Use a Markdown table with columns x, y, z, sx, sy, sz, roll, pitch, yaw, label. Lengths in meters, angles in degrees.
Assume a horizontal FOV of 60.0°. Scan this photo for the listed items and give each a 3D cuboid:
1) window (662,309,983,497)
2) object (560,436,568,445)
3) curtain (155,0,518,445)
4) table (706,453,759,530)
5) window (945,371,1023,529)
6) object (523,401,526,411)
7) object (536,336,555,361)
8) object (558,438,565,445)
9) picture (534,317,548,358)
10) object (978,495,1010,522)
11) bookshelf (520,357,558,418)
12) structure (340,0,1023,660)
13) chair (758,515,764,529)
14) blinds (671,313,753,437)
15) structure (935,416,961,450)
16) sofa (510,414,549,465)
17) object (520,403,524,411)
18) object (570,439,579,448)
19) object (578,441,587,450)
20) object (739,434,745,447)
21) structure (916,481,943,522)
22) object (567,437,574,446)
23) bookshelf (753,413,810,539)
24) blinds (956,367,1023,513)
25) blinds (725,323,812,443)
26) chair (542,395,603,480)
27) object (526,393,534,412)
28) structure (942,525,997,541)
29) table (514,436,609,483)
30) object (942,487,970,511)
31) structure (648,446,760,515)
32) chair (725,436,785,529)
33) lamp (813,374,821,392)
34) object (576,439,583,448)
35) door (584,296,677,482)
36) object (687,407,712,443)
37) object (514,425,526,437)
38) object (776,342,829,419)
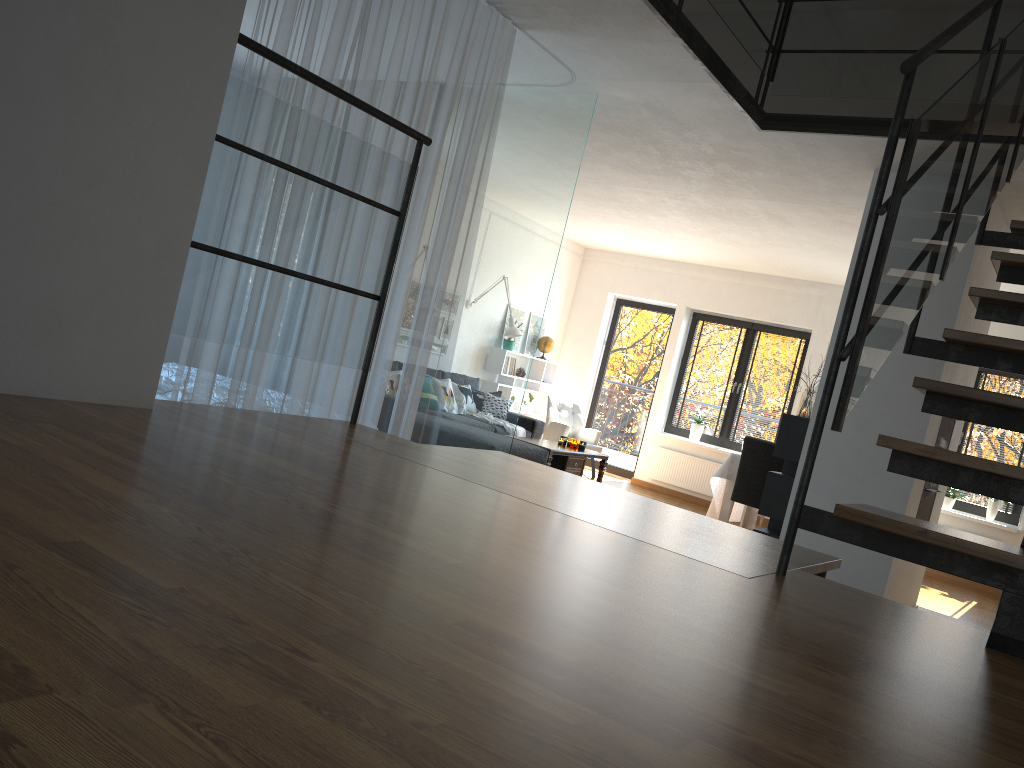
| x | y | z | sx | sy | sz | roll | pitch | yaw | label |
| --- | --- | --- | --- | --- | --- | --- | --- | --- | --- |
| 9.089 | 3.621 | 20.047 | 21.858 | 18.380 | 12.949 | 13 | 2 | -26 | window |
| 0.519 | 0.568 | 8.923 | 0.079 | 0.081 | 0.079 | 15 | 2 | 29 | object |
| -0.742 | -0.625 | 3.976 | 0.153 | 2.734 | 1.810 | 15 | 2 | 36 | curtain |
| 2.919 | 1.249 | 8.486 | 1.853 | 0.763 | 1.237 | 15 | 2 | 34 | table |
| 4.617 | 0.516 | 9.212 | 1.558 | 1.588 | 0.120 | 15 | 2 | 34 | window |
| 0.151 | 0.267 | 10.983 | 0.072 | 0.137 | 0.072 | 14 | 2 | 14 | object |
| 0.416 | -0.454 | 11.110 | 0.217 | 0.305 | 0.215 | 12 | 2 | -39 | object |
| 0.490 | 0.573 | 8.851 | 0.059 | 0.061 | 0.060 | 15 | 2 | 39 | object |
| 0.299 | -0.600 | 11.082 | 0.059 | 0.532 | 0.390 | 15 | 2 | 34 | picture |
| 4.773 | 1.211 | 8.815 | 0.292 | 0.316 | 0.354 | 15 | 2 | 25 | object |
| 0.028 | 0.233 | 10.814 | 0.237 | 1.201 | 1.191 | 15 | 2 | 34 | bookshelf |
| 1.463 | -0.553 | 3.427 | 2.680 | 4.133 | 4.588 | 15 | 2 | 33 | structure |
| 2.899 | 1.129 | 9.063 | 0.461 | 0.960 | 0.545 | 15 | 2 | 34 | chair |
| 2.396 | -0.108 | 10.701 | 0.709 | 1.423 | 0.049 | 15 | 2 | 34 | blinds |
| 2.852 | 0.317 | 5.787 | 0.052 | 0.462 | 0.586 | 15 | 2 | 34 | structure |
| -0.327 | 0.406 | 8.572 | 2.159 | 0.848 | 2.512 | 15 | 2 | 34 | sofa |
| 0.083 | 0.274 | 10.859 | 0.134 | 0.098 | 0.132 | 14 | 2 | 4 | object |
| 0.620 | 0.594 | 8.852 | 0.079 | 0.081 | 0.079 | 15 | 2 | 29 | object |
| 0.707 | 0.615 | 8.890 | 0.079 | 0.081 | 0.079 | 15 | 2 | 29 | object |
| 2.740 | 0.720 | 10.225 | 0.267 | 0.237 | 0.284 | 14 | 2 | 16 | object |
| 2.732 | 0.805 | 5.805 | 0.052 | 0.462 | 0.586 | 15 | 2 | 34 | structure |
| 0.594 | 0.586 | 8.937 | 0.079 | 0.081 | 0.079 | 15 | 2 | 29 | object |
| 2.082 | 0.867 | 6.351 | 0.237 | 1.201 | 1.191 | 15 | 2 | 34 | bookshelf |
| 4.917 | 0.551 | 8.965 | 0.709 | 1.423 | 0.049 | 15 | 2 | 34 | blinds |
| 2.977 | 0.044 | 10.301 | 0.709 | 1.423 | 0.049 | 15 | 2 | 34 | blinds |
| 0.663 | 0.618 | 10.304 | 0.546 | 0.832 | 0.683 | 13 | 2 | -31 | chair |
| 0.231 | 0.235 | 11.073 | 0.098 | 0.236 | 0.097 | 15 | 2 | 21 | object |
| 4.122 | 1.608 | 9.098 | 1.454 | 0.460 | 0.078 | 15 | 2 | 35 | structure |
| 0.399 | 0.797 | 8.664 | 0.569 | 0.409 | 1.181 | 15 | 2 | 34 | table |
| 4.423 | 1.125 | 8.991 | 0.380 | 0.309 | 0.371 | 14 | 2 | 8 | object |
| 2.278 | 1.127 | 10.368 | 1.454 | 0.460 | 0.078 | 15 | 2 | 32 | structure |
| 2.361 | 1.016 | 8.244 | 0.461 | 0.960 | 0.545 | 15 | 2 | 39 | chair |
| 3.349 | -0.451 | 8.408 | 0.758 | 1.285 | 0.131 | 15 | 2 | 34 | lamp |
| 0.676 | 0.605 | 8.990 | 0.079 | 0.081 | 0.079 | 15 | 2 | 29 | object |
| 1.479 | 0.051 | 11.328 | 0.974 | 2.276 | 0.120 | 15 | 2 | 34 | door |
| 2.212 | 0.477 | 10.537 | 0.286 | 0.444 | 0.340 | 15 | 2 | 22 | object |
| -0.195 | 0.437 | 9.229 | 0.605 | 0.212 | 0.489 | 15 | 2 | 30 | object |
| 1.991 | -0.034 | 6.015 | 0.425 | 0.522 | 0.298 | 15 | 2 | 31 | object |
